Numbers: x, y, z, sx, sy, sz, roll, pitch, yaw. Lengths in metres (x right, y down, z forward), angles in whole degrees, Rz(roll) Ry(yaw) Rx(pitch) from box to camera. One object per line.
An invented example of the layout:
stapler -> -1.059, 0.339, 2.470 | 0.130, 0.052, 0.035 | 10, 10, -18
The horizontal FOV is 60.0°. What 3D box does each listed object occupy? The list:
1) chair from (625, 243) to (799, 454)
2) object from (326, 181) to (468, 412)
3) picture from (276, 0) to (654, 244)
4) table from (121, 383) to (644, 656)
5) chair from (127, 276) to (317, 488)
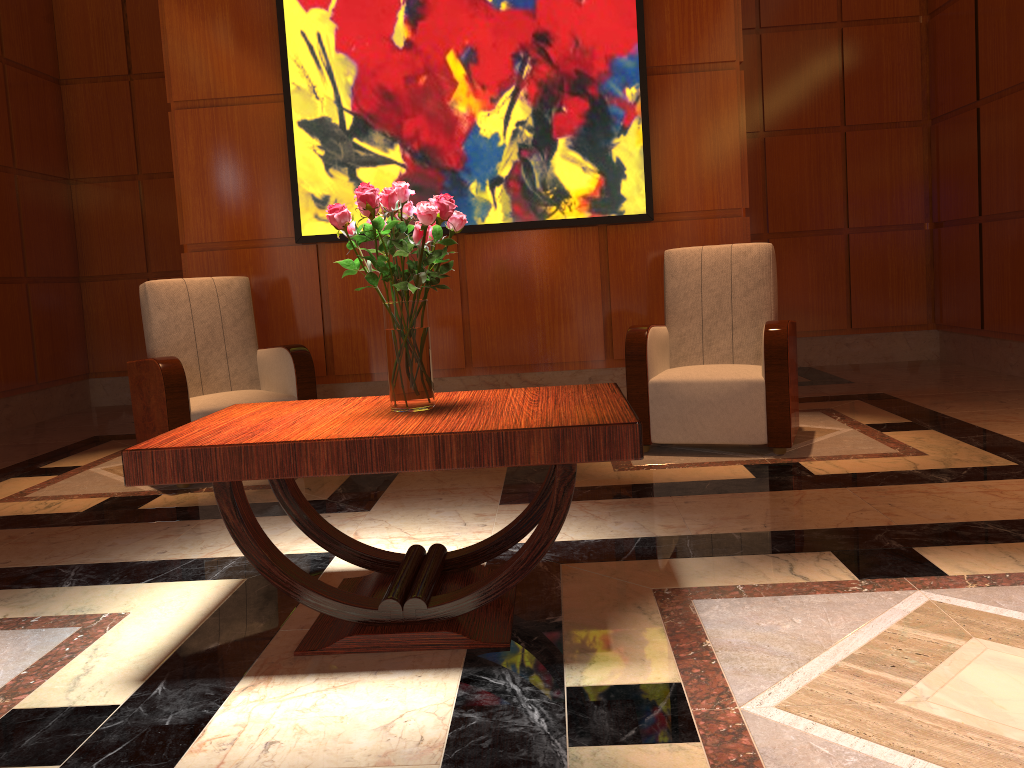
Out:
chair -> 0.977, -0.195, 4.294 | 0.737, 0.958, 0.631 | -1, 6, 22
object -> -0.285, -0.229, 2.327 | 0.350, 0.594, 0.328 | -1, 6, 23
picture -> -0.269, -1.705, 4.866 | 1.996, 1.731, 0.057 | -3, 5, 3
table -> -0.266, 0.337, 2.343 | 1.167, 0.532, 0.727 | -3, 6, 3
chair -> -1.450, -0.058, 4.407 | 0.739, 0.958, 0.629 | -8, 7, -38
